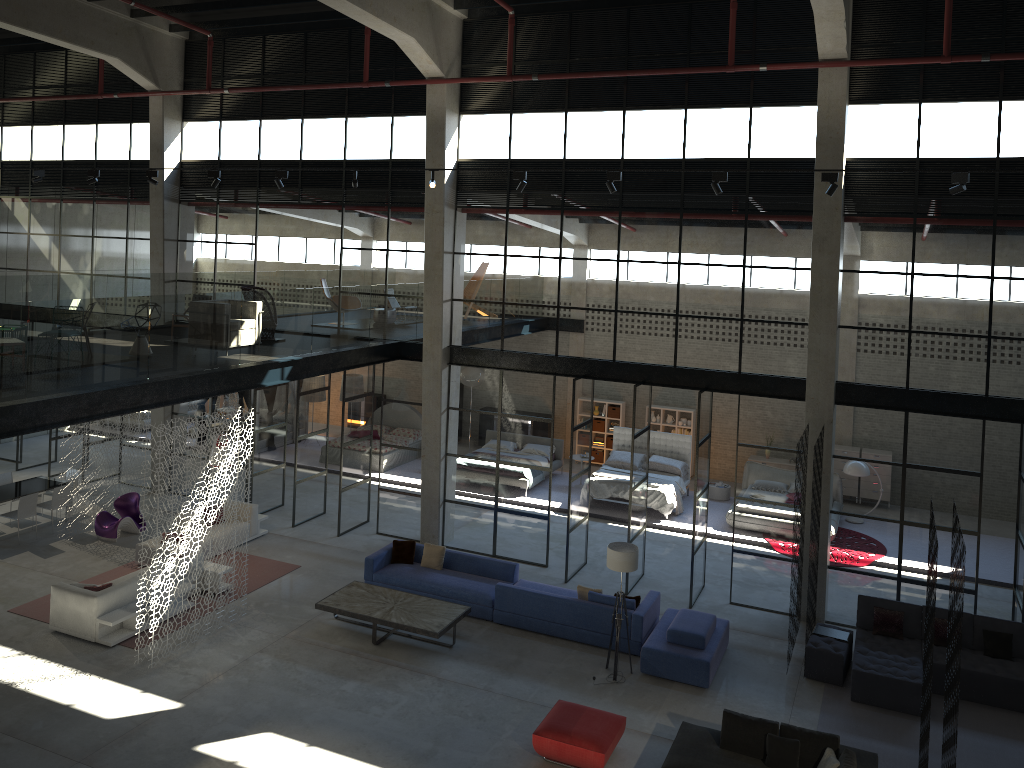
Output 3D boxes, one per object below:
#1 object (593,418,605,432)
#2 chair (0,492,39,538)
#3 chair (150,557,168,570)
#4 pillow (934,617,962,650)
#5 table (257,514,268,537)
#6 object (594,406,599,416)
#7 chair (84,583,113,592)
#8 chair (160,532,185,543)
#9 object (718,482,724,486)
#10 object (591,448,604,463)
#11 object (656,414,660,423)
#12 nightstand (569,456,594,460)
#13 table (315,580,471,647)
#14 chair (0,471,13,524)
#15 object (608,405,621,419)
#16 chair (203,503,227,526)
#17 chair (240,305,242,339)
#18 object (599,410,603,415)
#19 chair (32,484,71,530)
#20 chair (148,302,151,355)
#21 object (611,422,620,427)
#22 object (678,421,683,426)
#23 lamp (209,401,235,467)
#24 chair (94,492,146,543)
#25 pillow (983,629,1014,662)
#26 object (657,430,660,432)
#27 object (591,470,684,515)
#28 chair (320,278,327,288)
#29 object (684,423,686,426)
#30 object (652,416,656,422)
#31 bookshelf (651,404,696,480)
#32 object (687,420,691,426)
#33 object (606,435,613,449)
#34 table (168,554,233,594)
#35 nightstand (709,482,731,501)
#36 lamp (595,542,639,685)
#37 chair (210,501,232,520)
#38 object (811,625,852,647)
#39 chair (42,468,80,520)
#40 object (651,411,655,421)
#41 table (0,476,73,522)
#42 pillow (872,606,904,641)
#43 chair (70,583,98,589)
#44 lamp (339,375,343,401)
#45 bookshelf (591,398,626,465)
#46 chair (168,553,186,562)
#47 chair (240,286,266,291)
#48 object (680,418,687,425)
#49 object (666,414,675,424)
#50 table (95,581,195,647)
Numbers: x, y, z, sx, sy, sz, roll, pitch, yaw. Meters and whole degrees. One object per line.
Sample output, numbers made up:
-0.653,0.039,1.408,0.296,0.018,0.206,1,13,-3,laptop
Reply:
2.365,1.096,23.434,0.324,0.296,0.325,5,6,23,object
-9.096,2.438,16.186,0.547,0.868,0.421,4,3,24,chair
-5.542,2.890,13.608,0.269,0.316,0.396,3,6,10,chair
6.083,3.492,12.283,0.407,0.376,0.193,5,3,24,pillow
-5.194,2.709,17.039,0.904,0.368,0.302,6,5,24,table
2.253,0.717,23.392,0.154,0.247,0.155,3,3,15,object
-5.965,3.027,12.679,0.402,0.334,0.285,0,5,-21,chair
-5.937,2.671,15.350,0.414,0.107,0.411,-1,9,-20,chair
4.868,2.327,20.432,0.169,0.090,0.169,8,9,37,object
2.326,1.918,23.447,0.324,0.296,0.325,5,6,23,object
3.801,0.895,22.802,0.100,0.203,0.100,0,3,-38,object
1.656,2.103,20.994,0.601,0.697,0.607,2,4,-5,nightstand
-1.760,3.473,12.986,2.071,0.397,1.034,6,9,23,table
-9.862,2.233,17.287,0.547,0.868,0.421,4,3,24,chair
2.746,0.734,23.270,0.324,0.296,0.325,5,6,23,object
-5.556,2.446,16.402,0.411,0.334,0.258,-1,5,-33,chair
-4.781,-0.962,14.638,0.807,0.829,0.988,4,6,23,chair
2.364,0.761,23.509,0.184,0.131,0.187,1,6,-13,object
-8.815,2.347,16.828,0.547,0.868,0.421,4,3,24,chair
-5.893,-0.874,13.900,0.564,0.798,0.610,2,4,-9,chair
2.756,1.080,23.289,0.261,0.133,0.058,5,3,24,object
4.320,1.008,22.491,0.116,0.112,0.116,5,6,26,object
-4.967,0.826,15.083,0.441,1.097,0.440,3,2,32,lamp
-7.398,2.499,16.611,0.658,0.745,0.801,4,5,23,chair
6.665,3.588,12.023,0.384,0.334,0.219,4,4,21,pillow
3.809,1.306,22.768,0.099,0.202,0.099,4,3,40,object
2.667,2.370,19.486,2.289,0.657,0.655,7,6,27,object
-3.872,-1.898,20.162,0.976,1.024,0.797,-1,5,-38,chair
4.420,1.044,22.446,0.065,0.063,0.066,1,5,-19,object
3.687,0.916,22.781,0.110,0.156,0.110,5,4,35,object
4.080,1.491,22.704,1.244,1.753,0.330,4,2,24,bookshelf
4.570,1.001,22.530,0.142,0.137,0.142,7,7,41,object
2.704,1.544,23.283,0.324,0.296,0.325,5,6,23,object
-5.166,3.128,14.398,1.205,0.368,0.302,6,5,24,table
4.805,2.508,20.486,0.581,0.298,0.483,5,7,20,nightstand
1.436,3.106,11.859,0.430,1.738,0.670,3,2,21,lamp
-5.495,2.417,16.597,0.380,0.336,0.255,-1,5,-33,chair
4.552,3.592,12.499,0.520,0.099,0.302,7,9,28,object
-9.068,2.203,17.673,0.421,0.868,0.547,3,3,23,chair
3.673,0.839,22.913,0.094,0.261,0.095,2,2,-16,object
-9.481,2.390,16.737,0.903,0.753,1.815,5,8,23,table
5.396,3.430,12.575,0.415,0.344,0.236,5,4,24,pillow
-6.204,3.006,12.809,0.390,0.271,0.321,2,6,-1,chair
-4.399,0.713,24.377,0.800,1.918,0.686,1,2,-25,lamp
2.355,1.305,23.452,1.244,1.753,0.330,4,2,24,bookshelf
-5.388,2.854,13.870,0.269,0.321,0.398,4,6,25,chair
-4.767,-1.334,16.498,0.687,0.983,0.834,2,4,-6,chair
4.419,0.967,22.597,0.174,0.169,0.176,2,5,-9,object
4.090,0.907,22.647,0.165,0.250,0.167,1,4,-21,object
-5.343,3.363,12.874,0.301,0.366,1.580,4,9,23,table
